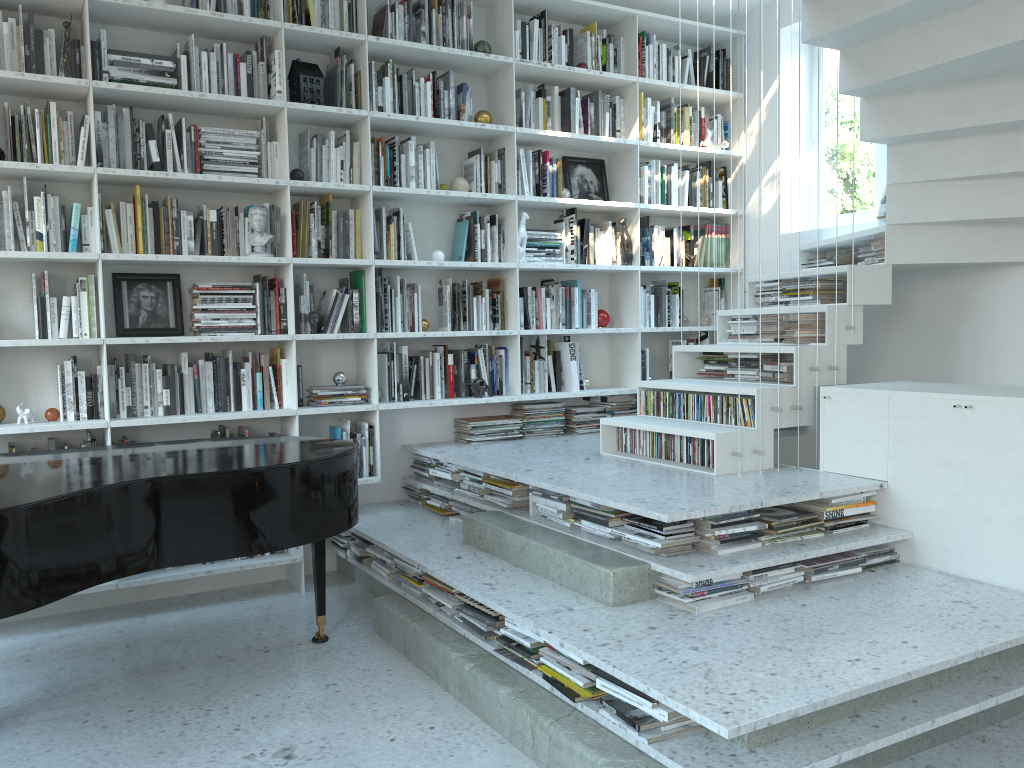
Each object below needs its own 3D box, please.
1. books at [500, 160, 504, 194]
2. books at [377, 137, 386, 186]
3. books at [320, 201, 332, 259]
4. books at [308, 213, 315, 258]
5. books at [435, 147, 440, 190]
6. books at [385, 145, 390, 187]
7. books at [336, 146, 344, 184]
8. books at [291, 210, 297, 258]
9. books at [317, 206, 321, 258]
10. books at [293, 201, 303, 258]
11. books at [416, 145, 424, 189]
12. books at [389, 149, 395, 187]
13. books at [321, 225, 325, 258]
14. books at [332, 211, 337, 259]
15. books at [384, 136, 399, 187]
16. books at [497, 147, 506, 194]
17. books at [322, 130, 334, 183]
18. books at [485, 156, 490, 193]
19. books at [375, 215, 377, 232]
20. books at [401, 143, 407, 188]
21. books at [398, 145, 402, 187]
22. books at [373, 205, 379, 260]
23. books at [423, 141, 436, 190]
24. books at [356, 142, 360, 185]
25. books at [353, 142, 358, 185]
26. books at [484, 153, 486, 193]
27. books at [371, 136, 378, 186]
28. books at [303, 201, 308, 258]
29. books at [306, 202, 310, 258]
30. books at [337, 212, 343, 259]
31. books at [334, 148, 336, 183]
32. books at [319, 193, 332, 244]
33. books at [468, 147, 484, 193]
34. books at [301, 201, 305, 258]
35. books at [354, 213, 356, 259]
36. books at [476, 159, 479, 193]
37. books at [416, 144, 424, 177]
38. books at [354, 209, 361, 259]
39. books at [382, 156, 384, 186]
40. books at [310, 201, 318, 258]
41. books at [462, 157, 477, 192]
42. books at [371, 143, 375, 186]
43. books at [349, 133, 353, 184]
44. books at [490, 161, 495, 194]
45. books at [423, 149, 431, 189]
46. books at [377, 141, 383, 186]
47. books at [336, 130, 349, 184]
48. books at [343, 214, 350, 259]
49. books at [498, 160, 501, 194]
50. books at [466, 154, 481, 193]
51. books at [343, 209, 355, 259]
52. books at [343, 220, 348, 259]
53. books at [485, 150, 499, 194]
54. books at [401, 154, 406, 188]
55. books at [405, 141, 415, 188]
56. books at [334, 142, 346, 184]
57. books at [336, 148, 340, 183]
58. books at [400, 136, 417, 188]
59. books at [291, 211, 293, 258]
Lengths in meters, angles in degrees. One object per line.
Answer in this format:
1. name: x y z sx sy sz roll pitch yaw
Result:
1. books: -0.092 -1.143 5.010 0.012 0.206 0.169 -3 4 -29
2. books: -0.703 -1.151 4.695 0.014 0.284 0.135 -3 5 -29
3. books: -0.956 -0.771 4.526 0.019 0.293 0.182 -3 5 -29
4. books: -1.035 -0.738 4.503 0.015 0.232 0.180 -3 5 -29
5. books: -0.439 -1.149 4.831 0.034 0.254 0.160 -3 5 -29
6. books: -0.681 -1.127 4.686 0.013 0.236 0.157 -3 5 -29
7. books: -0.900 -1.101 4.552 0.029 0.211 0.157 -3 5 -29
8. books: -1.124 -0.742 4.481 0.013 0.247 0.176 -3 5 -29
9. books: -1.013 -0.763 4.537 0.035 0.278 0.139 -3 5 -29
10. books: -1.085 -0.765 4.471 0.035 0.293 0.145 -3 5 -29
11. books: -0.525 -1.139 4.763 0.025 0.245 0.183 -3 5 -29
12. books: -0.665 -1.118 4.698 0.026 0.216 0.161 -3 5 -29
13. books: -0.992 -0.716 4.555 0.030 0.181 0.131 -3 5 -29
14. books: -0.940 -0.753 4.562 0.033 0.253 0.174 -3 5 -29
15. books: -0.639 -1.150 4.689 0.014 0.280 0.177 -3 5 -29
16. books: -0.082 -1.179 5.006 0.005 0.278 0.182 -3 5 -29
17. books: -0.942 -1.130 4.510 0.028 0.275 0.186 -3 5 -29
18. books: -0.168 -1.151 4.982 0.016 0.228 0.160 -3 5 -29
19. books: -0.743 -0.761 4.685 0.007 0.244 0.145 -3 5 -29
20. books: -0.597 -1.142 4.737 0.011 0.257 0.131 -3 5 -29
21. books: -0.626 -1.130 4.705 0.022 0.237 0.164 -3 5 -29
22. books: -0.752 -0.780 4.656 0.035 0.288 0.191 -3 5 -29
23. books: -0.462 -1.156 4.791 0.024 0.272 0.169 -3 5 -29
24. books: -0.827 -1.119 4.599 0.026 0.238 0.173 -3 5 -29
25. books: -0.836 -1.114 4.577 0.028 0.230 0.176 -3 5 -29
26. books: -0.192 -1.158 4.966 0.016 0.244 0.151 -3 5 -29
27. books: -0.740 -1.146 4.661 0.014 0.279 0.153 -3 5 -29
28. books: -1.061 -0.766 4.480 0.035 0.293 0.145 -3 5 -29
29. books: -1.057 -0.767 4.499 0.035 0.293 0.145 -3 5 -29
30. books: -0.907 -0.748 4.552 0.027 0.242 0.188 -3 5 -29
31. books: -0.932 -1.092 4.530 0.024 0.195 0.172 -3 4 -29
32. books: -0.955 -0.795 4.547 0.021 0.338 0.169 -3 5 -29
33. books: -0.200 -1.168 4.948 0.015 0.268 0.164 -3 5 -29
34. books: -1.079 -0.766 4.486 0.035 0.293 0.145 -3 5 -29
35. books: -0.845 -0.757 4.630 0.019 0.248 0.148 -3 5 -29
36. books: -0.225 -1.137 4.952 0.005 0.205 0.153 -3 5 -29
37. books: -0.514 -1.150 4.792 0.024 0.262 0.133 -3 5 -29
38. books: -0.827 -0.768 4.637 0.033 0.269 0.141 -3 5 -29
39. books: -0.709 -1.097 4.676 0.021 0.179 0.136 -3 5 -29
40. books: -1.019 -0.769 4.506 0.019 0.294 0.163 -3 5 -29
41. books: -0.236 -1.144 4.950 0.015 0.220 0.140 -3 5 -29
42. books: -0.761 -1.127 4.655 0.030 0.242 0.138 -3 5 -29
43. books: -0.858 -1.137 4.581 0.025 0.277 0.173 -3 5 -29
44. books: -0.141 -1.139 4.990 0.013 0.202 0.173 -3 4 -29
45. books: -0.487 -1.136 4.792 0.021 0.232 0.183 -3 5 -29
46. books: -0.719 -1.130 4.655 0.014 0.248 0.176 -3 5 -29
47. books: -0.873 -1.145 4.575 0.028 0.294 0.154 -3 5 -29
48. books: -0.877 -0.750 4.601 0.028 0.240 0.145 -3 5 -29
49. books: -0.112 -1.141 4.995 0.013 0.204 0.173 -3 4 -29
50. books: -0.217 -1.151 4.953 0.012 0.232 0.154 -3 5 -29
51. books: -0.854 -0.765 4.607 0.032 0.267 0.143 -3 5 -29
52. books: -0.890 -0.731 4.573 0.034 0.204 0.181 -3 4 -29
53. books: -0.125 -1.167 4.987 0.016 0.257 0.175 -3 5 -29
54. books: -0.609 -1.110 4.725 0.025 0.194 0.171 -3 4 -29
55. books: -0.567 -1.145 4.726 0.030 0.263 0.182 -3 5 -29
56. books: -0.887 -1.114 4.567 0.024 0.234 0.149 -3 5 -29
57. books: -0.917 -1.093 4.542 0.027 0.197 0.185 -3 4 -29
58. books: -0.555 -1.164 4.761 0.027 0.295 0.159 -3 5 -29
59. books: -1.131 -0.740 4.463 0.014 0.244 0.145 -3 5 -29
